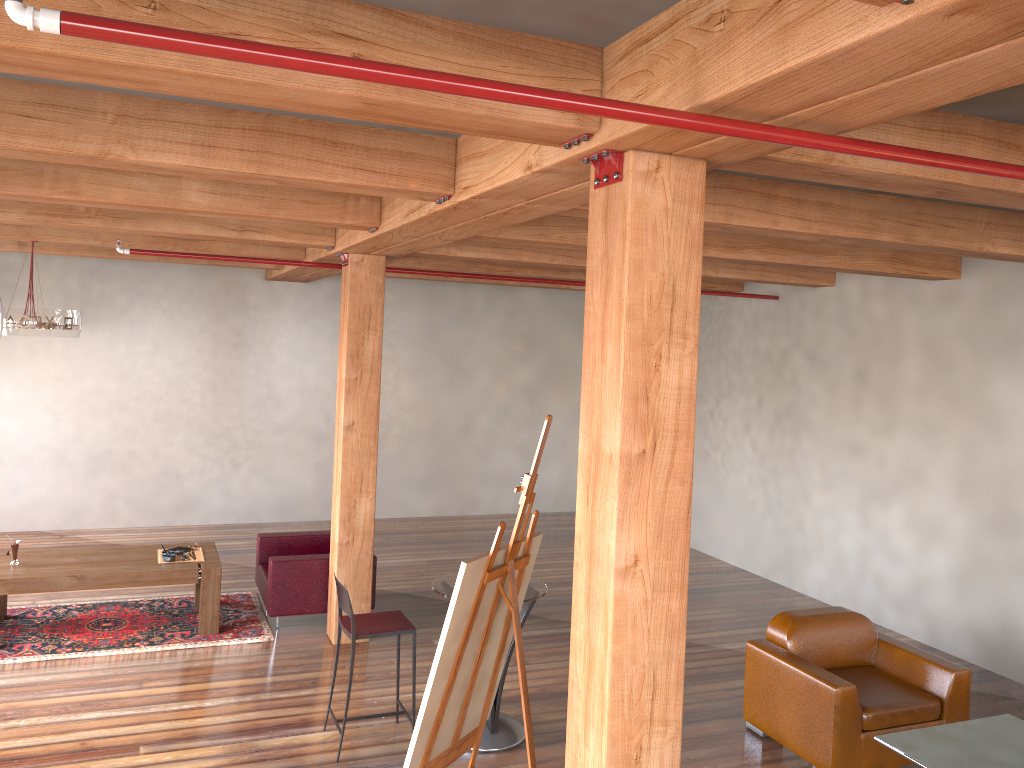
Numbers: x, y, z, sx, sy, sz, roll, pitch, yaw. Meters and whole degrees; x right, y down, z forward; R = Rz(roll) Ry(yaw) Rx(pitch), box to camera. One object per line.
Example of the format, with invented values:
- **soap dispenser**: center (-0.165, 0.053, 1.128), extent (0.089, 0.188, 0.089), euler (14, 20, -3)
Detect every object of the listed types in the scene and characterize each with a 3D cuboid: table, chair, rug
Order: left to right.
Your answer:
- **table**: center (-3.299, 1.684, 7.135), extent (1.749, 0.550, 0.901), euler (1, 2, -22)
- **rug**: center (-3.271, 1.956, 7.159), extent (2.461, 0.009, 1.345), euler (1, 3, -22)
- **chair**: center (-1.741, 1.697, 7.748), extent (0.865, 0.592, 1.072), euler (2, 2, -22)
- **chair**: center (-0.844, 1.660, 5.342), extent (0.466, 0.981, 0.430), euler (2, 1, -22)
- **table**: center (-0.159, 1.716, 5.526), extent (0.721, 0.924, 0.722), euler (3, 1, 3)
- **chair**: center (2.158, 1.901, 5.586), extent (1.063, 0.735, 0.831), euler (2, 2, -22)
- **table**: center (2.571, 2.095, 3.714), extent (0.939, 0.560, 1.873), euler (2, 3, -22)

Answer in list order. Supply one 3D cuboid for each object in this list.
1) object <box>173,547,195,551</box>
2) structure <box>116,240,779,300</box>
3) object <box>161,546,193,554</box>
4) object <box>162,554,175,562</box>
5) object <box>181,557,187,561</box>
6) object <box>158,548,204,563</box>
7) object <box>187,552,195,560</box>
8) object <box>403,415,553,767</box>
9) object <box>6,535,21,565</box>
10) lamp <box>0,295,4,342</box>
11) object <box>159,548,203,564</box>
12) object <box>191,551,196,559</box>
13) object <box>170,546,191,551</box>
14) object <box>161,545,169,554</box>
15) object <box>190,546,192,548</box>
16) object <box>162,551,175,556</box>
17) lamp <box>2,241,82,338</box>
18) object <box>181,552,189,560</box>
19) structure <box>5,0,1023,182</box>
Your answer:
- **object**: center (-2.793, 1.392, 7.439), extent (0.007, 0.008, 0.270), euler (4, 3, 42)
- **structure**: center (-0.032, -1.031, 8.391), extent (6.804, 0.112, 0.051), euler (1, 1, -22)
- **object**: center (-2.813, 1.403, 7.447), extent (0.154, 0.018, 0.213), euler (4, 3, 23)
- **object**: center (-2.770, 1.406, 7.150), extent (0.099, 0.043, 0.099), euler (3, 2, 4)
- **object**: center (-2.662, 1.421, 7.178), extent (0.018, 0.021, 0.059), euler (3, 2, 20)
- **object**: center (-2.749, 1.420, 7.348), extent (0.352, 0.001, 0.470), euler (1, 3, -22)
- **object**: center (-2.648, 1.422, 7.317), extent (0.007, 0.008, 0.271), euler (2, 3, -33)
- **object**: center (-0.101, 1.185, 3.841), extent (0.685, 2.140, 0.701), euler (3, 0, 28)
- **object**: center (-3.865, 1.281, 6.873), extent (0.095, 0.232, 0.076), euler (3, 0, 11)
- **lamp**: center (-2.445, -0.549, 3.468), extent (0.810, 0.815, 0.809), euler (3, 2, 20)
- **object**: center (-2.748, 1.420, 7.349), extent (0.332, 0.003, 0.471), euler (1, 3, -22)
- **object**: center (-2.644, 1.420, 7.358), extent (0.007, 0.008, 0.271), euler (2, 3, -27)
- **object**: center (-2.820, 1.390, 7.448), extent (0.007, 0.008, 0.270), euler (3, 3, 34)
- **object**: center (-2.841, 1.370, 7.274), extent (0.137, 0.080, 0.045), euler (4, 1, 33)
- **object**: center (-2.735, 1.399, 7.561), extent (0.018, 0.021, 0.059), euler (2, 2, -36)
- **object**: center (-2.817, 1.399, 7.258), extent (0.099, 0.043, 0.099), euler (3, 2, 16)
- **lamp**: center (-4.111, -0.818, 7.568), extent (0.809, 0.815, 0.809), euler (3, 2, 19)
- **object**: center (-2.678, 1.411, 7.269), extent (0.045, 0.030, 0.153), euler (1, 3, -38)
- **structure**: center (2.159, -0.677, 2.998), extent (6.804, 0.112, 0.051), euler (1, 1, -22)
